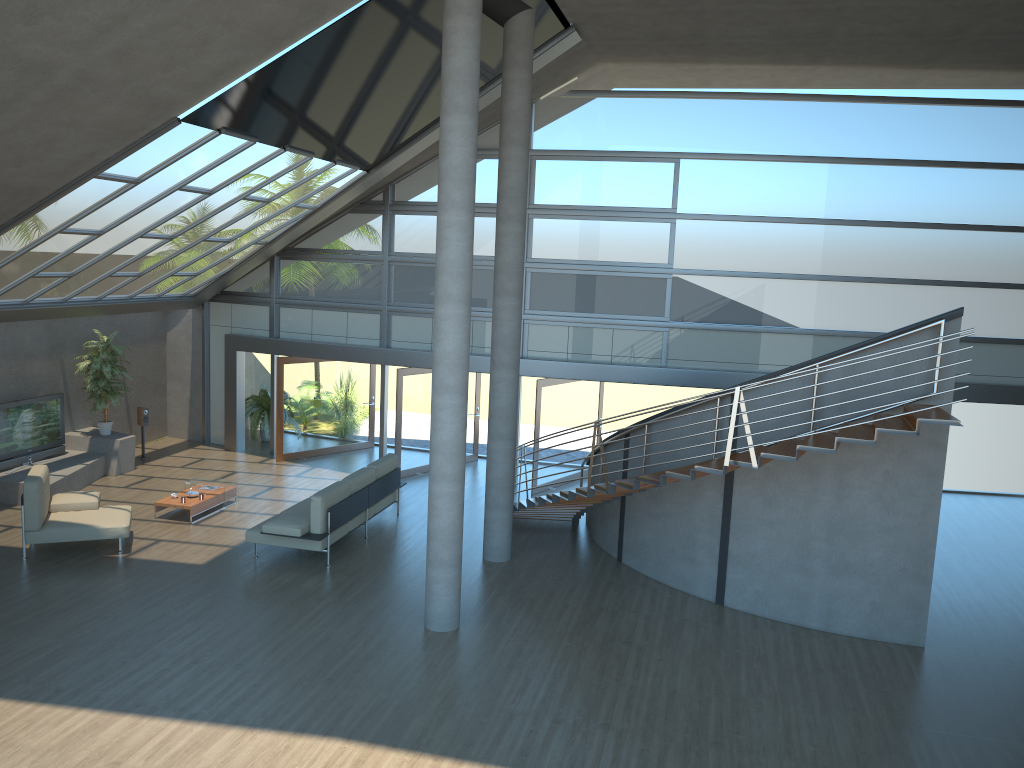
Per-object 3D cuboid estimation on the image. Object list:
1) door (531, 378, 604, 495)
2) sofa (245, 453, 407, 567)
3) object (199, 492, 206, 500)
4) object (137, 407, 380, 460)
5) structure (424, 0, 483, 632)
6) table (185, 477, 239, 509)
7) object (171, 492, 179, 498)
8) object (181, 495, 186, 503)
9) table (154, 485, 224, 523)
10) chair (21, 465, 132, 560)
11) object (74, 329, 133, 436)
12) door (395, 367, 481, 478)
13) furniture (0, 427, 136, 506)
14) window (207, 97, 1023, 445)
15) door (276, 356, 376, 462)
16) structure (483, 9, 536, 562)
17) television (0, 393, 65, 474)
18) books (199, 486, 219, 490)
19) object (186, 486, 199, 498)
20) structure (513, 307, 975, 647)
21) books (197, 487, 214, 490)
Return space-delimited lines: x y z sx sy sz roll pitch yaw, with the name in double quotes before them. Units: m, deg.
"door" 1.031 0.804 15.811 0.200 1.977 2.298 8 10 34
"sofa" -2.545 1.654 12.462 1.166 0.947 3.079 4 8 13
"object" -4.549 1.645 13.012 0.070 0.101 0.085 9 10 41
"object" -8.973 1.095 14.371 7.863 0.982 21.345 5 8 16
"structure" -0.601 -0.933 9.067 0.381 7.125 0.382 4 8 13
"table" -4.630 1.671 13.681 0.680 0.342 0.400 4 8 13
"object" -4.958 1.632 13.036 0.102 0.086 0.100 5 8 17
"object" -4.754 1.665 12.807 0.085 0.101 0.070 4 8 12
"table" -4.727 1.774 13.303 0.600 0.250 1.200 4 8 13
"chair" -5.629 1.597 11.543 1.244 1.023 1.217 -1 8 -21
"object" -7.063 -0.036 15.350 0.932 1.857 0.895 -2 9 -28
"door" -1.338 0.615 16.430 0.200 1.977 2.298 8 10 37
"furniture" -7.248 1.315 14.564 1.577 0.610 2.936 4 8 13
"window" 1.946 -1.438 15.341 16.616 6.630 1.098 4 8 12
"door" -3.581 0.400 17.268 0.200 1.977 2.298 10 11 42
"structure" -0.048 -1.220 11.308 0.381 7.125 0.382 -3 9 -33
"television" -7.733 0.767 14.135 0.396 1.063 1.568 4 8 13
"books" -4.651 1.596 13.652 0.275 0.005 0.189 2 8 -3
"object" -4.730 1.592 13.117 0.178 0.161 0.178 -3 10 -35
"structure" 1.920 0.714 10.691 2.349 3.653 6.809 -4 10 -38
"books" -4.681 1.605 13.607 0.275 0.005 0.189 2 8 -6
